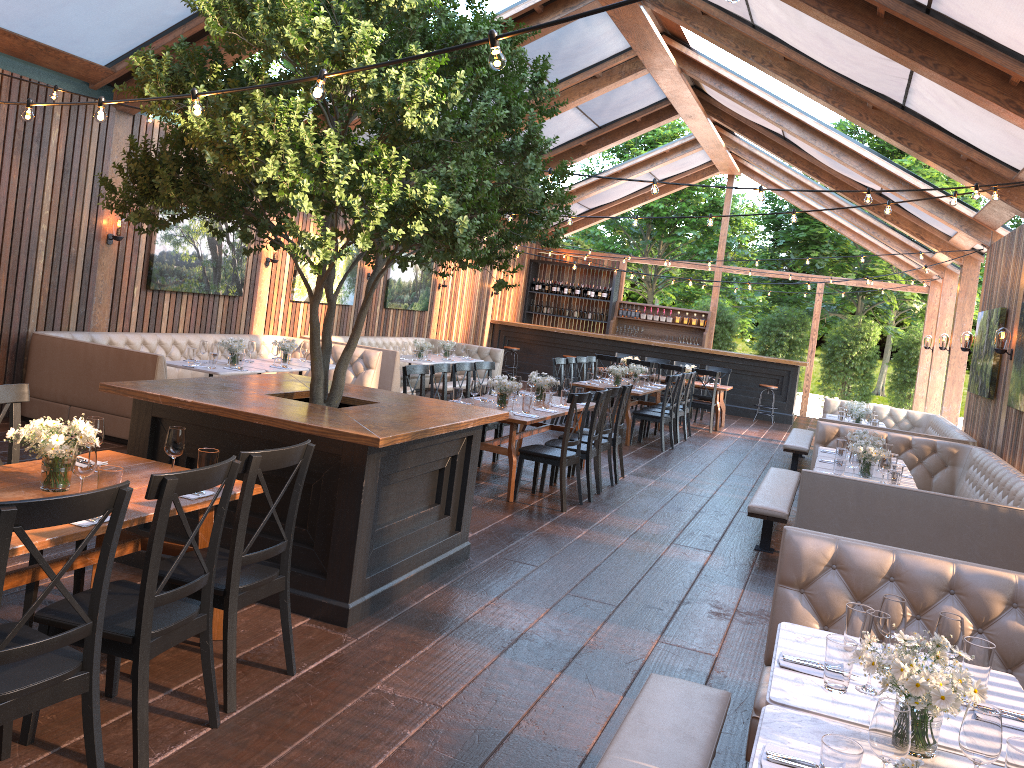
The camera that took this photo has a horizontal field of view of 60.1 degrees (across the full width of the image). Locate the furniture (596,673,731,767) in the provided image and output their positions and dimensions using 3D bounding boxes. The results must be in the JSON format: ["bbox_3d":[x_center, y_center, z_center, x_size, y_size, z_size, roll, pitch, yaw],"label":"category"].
[{"bbox_3d":[0.259,1.365,2.308,0.314,0.398,2.329,8,5,20],"label":"furniture"}]

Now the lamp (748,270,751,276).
[{"bbox_3d":[4.502,-2.104,16.734,0.056,0.121,0.056,9,3,39],"label":"lamp"}]

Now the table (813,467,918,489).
[{"bbox_3d":[2.752,1.112,6.990,0.801,0.671,0.799,9,4,19],"label":"table"}]

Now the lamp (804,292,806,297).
[{"bbox_3d":[6.025,-1.838,18.180,0.056,0.120,0.056,7,2,-14],"label":"lamp"}]

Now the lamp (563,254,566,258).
[{"bbox_3d":[1.290,-3.162,21.822,0.056,0.117,0.067,8,2,6],"label":"lamp"}]

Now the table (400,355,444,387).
[{"bbox_3d":[-1.584,-0.047,13.447,0.801,0.671,0.799,9,4,19],"label":"table"}]

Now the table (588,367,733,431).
[{"bbox_3d":[2.610,0.244,15.803,2.438,0.728,0.950,9,4,20],"label":"table"}]

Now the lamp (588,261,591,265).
[{"bbox_3d":[1.873,-2.922,21.389,0.058,0.119,0.057,6,2,-25],"label":"lamp"}]

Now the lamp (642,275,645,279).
[{"bbox_3d":[3.039,-2.498,20.473,0.056,0.119,0.061,8,2,19],"label":"lamp"}]

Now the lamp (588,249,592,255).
[{"bbox_3d":[1.490,-2.533,16.921,0.056,0.120,0.057,7,2,-20],"label":"lamp"}]

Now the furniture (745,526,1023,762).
[{"bbox_3d":[1.296,1.300,1.946,1.715,0.857,4.159,9,5,20],"label":"furniture"}]

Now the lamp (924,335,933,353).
[{"bbox_3d":[7.837,-0.759,16.648,0.178,0.319,0.146,8,2,20],"label":"lamp"}]

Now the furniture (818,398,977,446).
[{"bbox_3d":[4.993,0.852,11.860,1.715,0.857,4.159,9,5,20],"label":"furniture"}]

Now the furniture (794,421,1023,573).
[{"bbox_3d":[3.409,1.044,7.614,1.715,0.857,4.159,9,5,20],"label":"furniture"}]

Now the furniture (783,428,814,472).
[{"bbox_3d":[3.959,0.917,12.232,0.314,0.398,2.329,8,5,20],"label":"furniture"}]

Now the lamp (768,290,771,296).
[{"bbox_3d":[5.418,-1.921,18.635,0.056,0.121,0.056,7,2,-18],"label":"lamp"}]

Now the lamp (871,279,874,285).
[{"bbox_3d":[6.778,-1.913,16.634,0.056,0.121,0.056,7,2,-2],"label":"lamp"}]

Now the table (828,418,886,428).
[{"bbox_3d":[4.616,0.887,11.988,0.801,0.671,0.799,9,4,20],"label":"table"}]

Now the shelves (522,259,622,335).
[{"bbox_3d":[1.376,-1.517,21.641,2.209,2.824,0.501,8,2,20],"label":"shelves"}]

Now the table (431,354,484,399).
[{"bbox_3d":[-1.014,-0.116,14.976,0.801,0.671,0.799,9,4,19],"label":"table"}]

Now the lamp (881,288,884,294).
[{"bbox_3d":[7.227,-1.806,17.235,0.056,0.120,0.056,9,2,28],"label":"lamp"}]

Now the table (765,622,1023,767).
[{"bbox_3d":[1.204,1.300,2.839,0.801,0.671,0.799,9,4,19],"label":"table"}]

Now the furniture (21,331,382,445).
[{"bbox_3d":[-3.273,-0.050,10.130,1.715,0.857,4.159,9,5,20],"label":"furniture"}]

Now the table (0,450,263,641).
[{"bbox_3d":[-2.071,0.817,3.178,0.953,0.728,2.432,9,5,20],"label":"table"}]

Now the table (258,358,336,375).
[{"bbox_3d":[-2.593,0.075,10.742,0.801,0.671,0.799,9,4,19],"label":"table"}]

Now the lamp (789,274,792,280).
[{"bbox_3d":[5.255,-2.017,16.695,0.056,0.121,0.056,9,3,37],"label":"lamp"}]

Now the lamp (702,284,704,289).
[{"bbox_3d":[4.223,-2.160,19.552,0.059,0.119,0.056,7,2,-7],"label":"lamp"}]

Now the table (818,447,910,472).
[{"bbox_3d":[3.322,1.043,8.519,0.801,0.671,0.799,9,4,19],"label":"table"}]

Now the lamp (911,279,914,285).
[{"bbox_3d":[7.526,-1.918,16.623,0.057,0.117,0.067,8,3,28],"label":"lamp"}]

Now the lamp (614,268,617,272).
[{"bbox_3d":[2.453,-2.700,20.929,0.056,0.119,0.061,8,3,26],"label":"lamp"}]

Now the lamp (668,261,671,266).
[{"bbox_3d":[2.999,-2.304,16.810,0.056,0.120,0.056,8,2,26],"label":"lamp"}]

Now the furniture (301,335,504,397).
[{"bbox_3d":[-1.693,-0.242,14.367,1.715,0.857,4.159,9,5,20],"label":"furniture"}]

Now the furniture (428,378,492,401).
[{"bbox_3d":[-0.693,0.155,13.981,0.314,0.398,2.329,8,5,20],"label":"furniture"}]

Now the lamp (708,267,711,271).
[{"bbox_3d":[3.750,-2.203,16.775,0.056,0.121,0.056,5,3,-44],"label":"lamp"}]

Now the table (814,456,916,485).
[{"bbox_3d":[3.037,1.078,7.754,0.801,0.671,0.799,9,4,20],"label":"table"}]

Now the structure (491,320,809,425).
[{"bbox_3d":[2.760,-0.319,19.108,6.823,1.273,0.856,9,3,20],"label":"structure"}]

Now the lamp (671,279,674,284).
[{"bbox_3d":[3.640,-2.317,20.028,0.056,0.121,0.056,6,3,-37],"label":"lamp"}]

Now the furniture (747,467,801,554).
[{"bbox_3d":[2.380,1.108,7.998,0.314,0.398,2.329,8,5,20],"label":"furniture"}]

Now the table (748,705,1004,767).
[{"bbox_3d":[0.919,1.334,2.075,0.801,0.671,0.799,9,4,20],"label":"table"}]

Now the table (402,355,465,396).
[{"bbox_3d":[-1.299,-0.081,14.212,0.801,0.671,0.799,9,4,20],"label":"table"}]

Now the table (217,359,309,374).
[{"bbox_3d":[-2.878,0.110,9.978,0.801,0.671,0.799,9,4,20],"label":"table"}]

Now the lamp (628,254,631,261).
[{"bbox_3d":[2.241,-2.413,16.870,0.056,0.120,0.057,6,2,-24],"label":"lamp"}]

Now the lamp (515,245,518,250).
[{"bbox_3d":[0.082,-2.489,16.030,0.056,0.121,0.056,9,3,36],"label":"lamp"}]

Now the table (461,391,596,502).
[{"bbox_3d":[0.068,0.559,8.916,0.953,0.728,2.432,9,5,20],"label":"table"}]

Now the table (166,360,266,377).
[{"bbox_3d":[-3.163,0.144,9.214,0.801,0.671,0.799,9,4,19],"label":"table"}]

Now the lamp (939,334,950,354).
[{"bbox_3d":[6.873,-0.642,14.062,0.178,0.319,0.146,8,2,20],"label":"lamp"}]

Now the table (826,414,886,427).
[{"bbox_3d":[4.901,0.852,12.753,0.801,0.671,0.799,9,4,19],"label":"table"}]

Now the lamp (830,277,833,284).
[{"bbox_3d":[6.017,-1.950,16.665,0.056,0.121,0.056,8,2,13],"label":"lamp"}]

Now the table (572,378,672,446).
[{"bbox_3d":[1.644,0.368,13.142,0.953,0.728,2.432,9,5,20],"label":"table"}]

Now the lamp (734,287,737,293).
[{"bbox_3d":[4.826,-2.030,19.103,0.056,0.121,0.056,7,2,-11],"label":"lamp"}]

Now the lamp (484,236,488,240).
[{"bbox_3d":[-0.487,-2.735,16.490,0.066,0.117,0.057,5,3,-41],"label":"lamp"}]

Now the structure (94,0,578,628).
[{"bbox_3d":[-1.047,-0.754,5.406,2.726,3.689,2.847,9,3,29],"label":"structure"}]

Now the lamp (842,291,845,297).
[{"bbox_3d":[6.620,-1.793,17.691,0.065,0.118,0.056,8,2,23],"label":"lamp"}]
